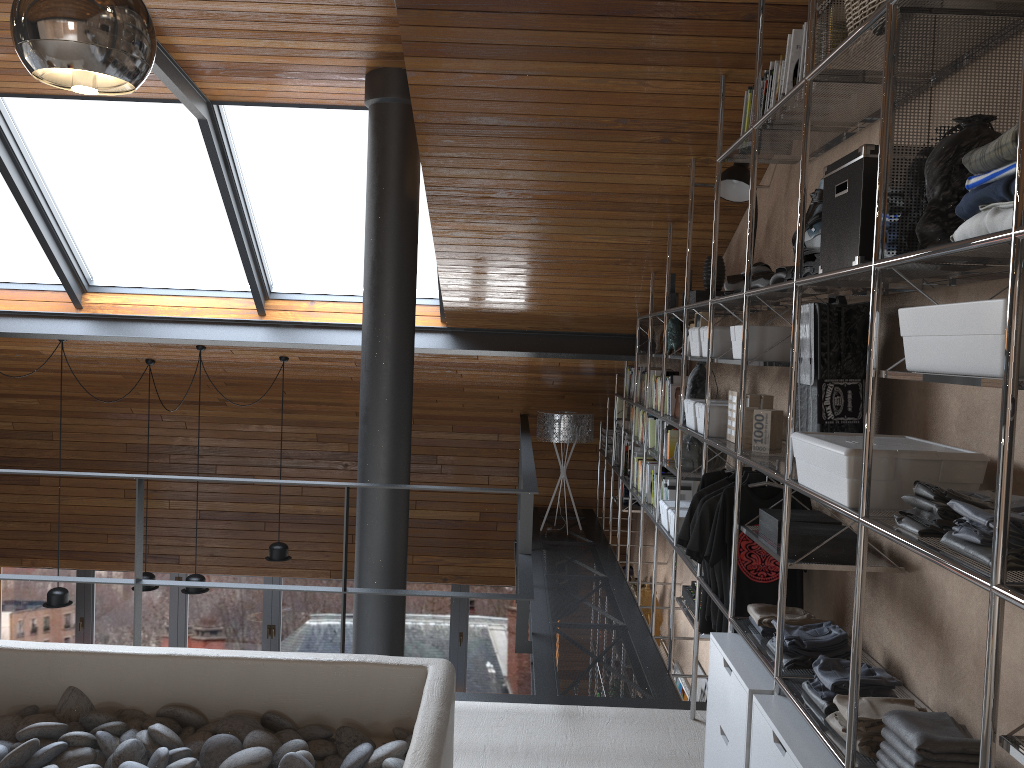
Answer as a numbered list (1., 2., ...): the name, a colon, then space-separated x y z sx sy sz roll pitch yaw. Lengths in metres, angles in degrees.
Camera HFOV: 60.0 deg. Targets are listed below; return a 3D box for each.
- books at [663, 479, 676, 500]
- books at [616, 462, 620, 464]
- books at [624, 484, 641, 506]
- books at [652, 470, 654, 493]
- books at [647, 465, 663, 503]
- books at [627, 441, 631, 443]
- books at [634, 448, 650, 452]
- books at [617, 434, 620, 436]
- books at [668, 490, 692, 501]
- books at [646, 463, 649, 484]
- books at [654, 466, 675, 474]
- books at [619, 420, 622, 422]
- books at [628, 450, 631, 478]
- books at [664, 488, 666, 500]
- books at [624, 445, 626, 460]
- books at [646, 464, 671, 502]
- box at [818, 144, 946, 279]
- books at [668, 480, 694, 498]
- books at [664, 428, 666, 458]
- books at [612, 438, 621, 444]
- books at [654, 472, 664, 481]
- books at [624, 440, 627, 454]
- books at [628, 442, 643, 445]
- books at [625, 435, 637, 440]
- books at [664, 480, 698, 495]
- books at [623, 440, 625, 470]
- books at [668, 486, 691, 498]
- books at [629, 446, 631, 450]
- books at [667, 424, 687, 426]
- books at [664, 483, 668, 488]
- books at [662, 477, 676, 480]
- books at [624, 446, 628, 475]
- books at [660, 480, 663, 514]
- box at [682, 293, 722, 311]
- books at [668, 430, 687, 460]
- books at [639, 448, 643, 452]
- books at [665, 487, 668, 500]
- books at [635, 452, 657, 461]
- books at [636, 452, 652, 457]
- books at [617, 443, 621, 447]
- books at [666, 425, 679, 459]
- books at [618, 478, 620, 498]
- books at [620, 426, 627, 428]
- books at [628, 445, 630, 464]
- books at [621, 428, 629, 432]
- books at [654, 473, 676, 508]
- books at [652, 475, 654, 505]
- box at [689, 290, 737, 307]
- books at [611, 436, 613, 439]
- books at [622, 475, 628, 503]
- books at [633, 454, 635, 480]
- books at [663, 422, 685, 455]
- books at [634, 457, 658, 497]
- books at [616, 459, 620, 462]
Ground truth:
1. books: 0.959 0.648 5.061 0.191 0.205 0.055 2 2 0
2. books: 0.955 0.634 7.213 0.247 0.016 0.182 2 3 0
3. books: 0.919 0.829 6.735 0.138 0.191 0.049 2 2 0
4. books: 0.927 0.631 5.401 0.149 0.205 0.049 2 2 0
5. books: 0.905 0.615 5.427 0.148 0.233 0.053 2 2 0
6. books: 0.947 0.558 6.795 0.148 0.234 0.013 2 2 0
7. books: 0.949 0.578 6.386 0.148 0.233 0.053 2 2 0
8. books: 0.953 0.407 7.221 0.208 0.017 0.167 2 3 0
9. books: 0.932 0.673 4.916 0.130 0.166 0.046 2 2 0
10. books: 0.932 0.616 5.642 0.155 0.215 0.055 2 2 0
11. books: 0.936 0.618 5.391 0.148 0.233 0.053 2 2 0
12. books: 0.976 0.310 7.231 0.228 0.016 0.182 2 3 0
13. books: 0.926 0.587 6.481 0.148 0.206 0.053 2 2 0
14. books: 0.921 0.669 4.984 0.130 0.167 0.046 2 2 0
15. books: 0.939 0.573 6.847 0.143 0.199 0.019 2 2 0
16. books: 0.905 0.613 5.475 0.148 0.233 0.053 2 2 0
17. box: 0.973 -0.432 2.277 0.266 0.295 0.289 2 3 0
18. books: 0.938 0.646 4.942 0.143 0.217 0.066 2 2 0
19. books: 0.938 0.338 5.015 0.148 0.167 0.053 2 2 0
20. books: 0.960 0.467 7.209 0.288 0.025 0.175 2 3 6
21. books: 0.927 0.635 5.363 0.137 0.201 0.047 2 2 0
22. books: 0.942 0.555 6.862 0.148 0.234 0.013 2 2 0
23. books: 0.931 0.558 6.641 0.131 0.247 0.018 2 2 0
24. books: 0.952 0.536 6.917 0.143 0.268 0.020 2 2 0
25. books: 0.964 0.650 5.050 0.192 0.202 0.055 2 2 0
26. books: 0.937 0.554 6.874 0.148 0.234 0.013 2 2 0
27. books: 0.930 0.662 4.926 0.129 0.186 0.050 2 2 0
28. books: 0.928 0.573 6.498 0.148 0.233 0.053 2 2 0
29. books: 0.947 0.325 5.055 0.129 0.188 0.010 2 2 0
30. books: 0.940 0.659 5.009 0.160 0.187 0.060 2 2 0
31. books: 0.967 0.645 5.114 0.207 0.206 0.053 2 2 0
32. books: 0.910 0.573 6.624 0.137 0.215 0.014 2 2 0
33. books: 0.929 0.653 5.103 0.148 0.189 0.053 2 2 0
34. box: 0.999 -0.427 4.632 0.208 0.079 0.207 3 3 14
35. books: 0.938 0.342 4.941 0.129 0.165 0.056 2 2 0
36. books: 0.980 0.581 6.350 0.148 0.233 0.053 2 2 0
37. books: 0.933 0.669 4.971 0.146 0.171 0.054 2 2 0
38. books: 0.937 0.591 6.210 0.161 0.222 0.055 2 2 0
39. books: 0.916 0.590 6.137 0.122 0.230 0.057 2 2 0
40. books: 0.972 0.501 7.207 0.225 0.017 0.167 2 3 0
41. books: 0.928 0.329 4.973 0.129 0.186 0.050 2 2 0
42. books: 0.910 0.810 7.054 0.127 0.201 0.011 2 2 0
43. books: 0.967 0.345 7.221 0.216 0.021 0.174 2 3 0
44. books: 0.929 0.569 6.558 0.143 0.235 0.055 2 2 0
45. books: 0.986 0.370 7.206 0.234 0.028 0.180 2 3 0
46. books: 0.924 0.642 5.235 0.136 0.210 0.273 2 3 1
47. books: 0.917 0.644 5.375 0.131 0.180 0.042 2 2 0
48. box: 0.991 -0.418 4.414 0.208 0.079 0.207 2 3 -3
49. books: 0.981 0.466 7.501 0.268 0.025 0.176 2 3 0
50. books: 0.931 0.812 6.855 0.155 0.215 0.055 2 2 0
51. books: 0.922 0.599 6.257 0.127 0.200 0.046 2 2 0
52. books: 0.952 0.318 5.122 0.146 0.195 0.023 2 2 0
53. books: 0.907 0.611 5.888 0.139 0.211 0.467 2 3 0
54. books: 0.958 0.615 7.216 0.239 0.021 0.174 2 3 6
